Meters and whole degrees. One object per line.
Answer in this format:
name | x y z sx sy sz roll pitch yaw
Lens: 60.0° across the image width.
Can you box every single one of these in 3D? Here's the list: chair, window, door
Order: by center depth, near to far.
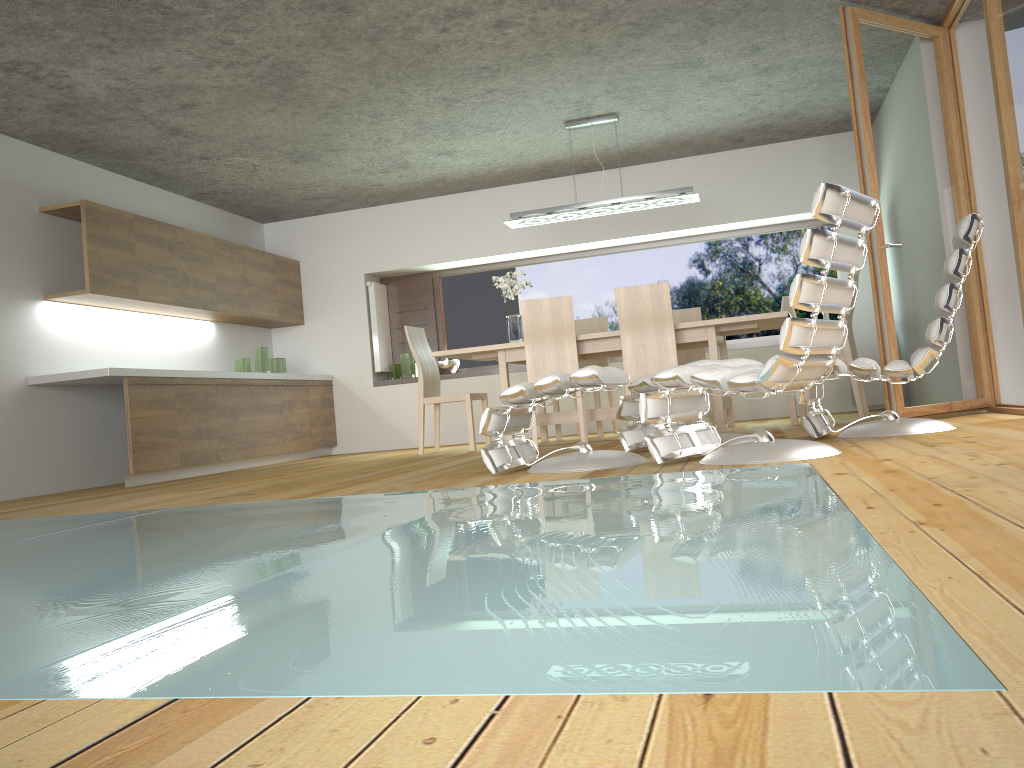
chair | 0.991 -0.194 3.530 0.912 0.970 0.570 -7 -4 39
chair | 1.850 -0.248 4.359 0.912 0.970 0.569 -6 -3 24
door | 2.421 -1.017 5.280 0.935 2.422 0.162 -3 -4 -30
chair | 0.951 -0.140 5.998 0.404 1.019 0.506 -6 -3 14
chair | 0.291 -0.072 6.229 0.404 1.019 0.505 -5 -3 3
chair | 2.206 -0.248 6.232 0.505 1.019 0.404 -7 -4 28
chair | -0.508 0.026 7.026 0.506 1.019 0.404 -6 -3 17
chair | 1.447 -0.143 7.424 0.404 1.019 0.506 -6 -3 13
chair | 0.610 -0.063 7.495 0.404 1.019 0.506 -7 -3 25
window | 1.297 -0.828 8.650 4.183 0.980 0.012 -6 -3 14

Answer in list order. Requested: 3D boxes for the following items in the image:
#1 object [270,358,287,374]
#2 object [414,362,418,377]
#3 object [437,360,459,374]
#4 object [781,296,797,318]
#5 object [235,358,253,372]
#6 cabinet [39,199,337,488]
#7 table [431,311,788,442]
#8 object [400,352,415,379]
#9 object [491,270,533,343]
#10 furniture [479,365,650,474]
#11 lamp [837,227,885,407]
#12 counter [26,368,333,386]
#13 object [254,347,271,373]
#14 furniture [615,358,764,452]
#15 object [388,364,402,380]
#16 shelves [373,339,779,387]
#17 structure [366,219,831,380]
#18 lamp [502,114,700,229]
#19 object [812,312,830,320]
object | -2.176 -0.158 8.242 0.112 0.160 0.111 -8 -4 39
object | -0.928 -0.143 8.999 0.111 0.160 0.112 -5 -3 -1
object | -0.647 -0.161 8.871 0.247 0.137 0.246 -3 -3 -40
object | 2.501 -0.601 8.020 0.153 0.385 0.153 -6 -3 11
object | -2.404 -0.146 7.947 0.111 0.160 0.112 -8 -4 39
cabinet | -2.536 -0.268 7.583 0.655 2.007 3.089 -6 -2 15
table | 0.808 0.023 6.644 2.498 0.757 1.199 -6 -2 17
object | -1.049 -0.183 8.896 0.099 0.260 0.099 -6 -3 19
object | 0.019 -0.583 6.904 0.304 0.609 0.302 -6 -3 18
furniture | 0.255 0.154 3.988 0.685 0.440 0.569 -6 -2 21
lamp | 2.946 -0.573 7.465 0.280 1.503 0.280 -6 -3 14
counter | -2.541 -0.041 7.477 0.652 0.054 3.283 -6 -2 15
object | -2.274 -0.202 8.073 0.099 0.260 0.099 -8 -4 39
furniture | 0.953 0.106 4.542 0.570 0.440 0.684 -3 -3 -40
object | -1.176 -0.120 8.989 0.112 0.160 0.111 -3 -4 -36
shelves | 1.007 -0.229 8.461 4.866 0.054 0.403 -6 -2 14
structure | 0.961 -0.770 8.515 4.871 1.156 0.525 -6 -3 14
lamp | 0.648 -1.678 6.826 1.489 0.721 0.290 -6 -3 14
object | 2.764 -0.627 7.952 0.153 0.385 0.153 -6 -3 11
